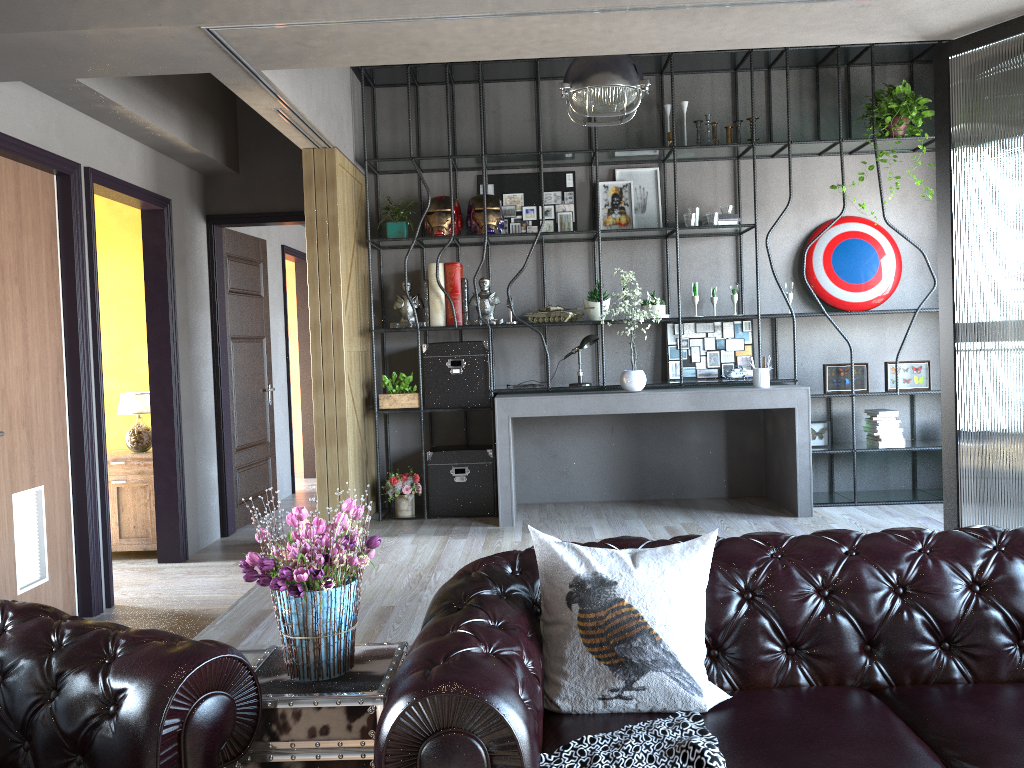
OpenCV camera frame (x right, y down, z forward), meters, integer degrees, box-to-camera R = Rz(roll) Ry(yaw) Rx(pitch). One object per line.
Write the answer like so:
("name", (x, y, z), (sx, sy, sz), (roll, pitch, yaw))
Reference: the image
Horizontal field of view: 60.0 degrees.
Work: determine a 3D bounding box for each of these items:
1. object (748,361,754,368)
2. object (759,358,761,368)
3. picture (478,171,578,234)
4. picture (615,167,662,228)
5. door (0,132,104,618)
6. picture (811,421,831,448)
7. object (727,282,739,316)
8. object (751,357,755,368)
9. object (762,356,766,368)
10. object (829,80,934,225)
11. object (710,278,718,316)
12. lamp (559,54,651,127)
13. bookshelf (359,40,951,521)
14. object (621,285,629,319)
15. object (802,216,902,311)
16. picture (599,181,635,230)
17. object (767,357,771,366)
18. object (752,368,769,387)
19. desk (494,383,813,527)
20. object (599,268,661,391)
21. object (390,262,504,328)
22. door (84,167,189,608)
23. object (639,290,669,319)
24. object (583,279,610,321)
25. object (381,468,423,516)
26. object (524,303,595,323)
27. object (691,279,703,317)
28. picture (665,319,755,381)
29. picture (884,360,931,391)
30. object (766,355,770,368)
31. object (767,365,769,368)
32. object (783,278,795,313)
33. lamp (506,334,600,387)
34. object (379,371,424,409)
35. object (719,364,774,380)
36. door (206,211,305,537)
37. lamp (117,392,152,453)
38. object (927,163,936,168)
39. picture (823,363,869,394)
("object", (1.713, -0.079, 6.191), (0.137, 0.190, 0.009), (-2, 2, 5))
("object", (1.742, -0.099, 6.218), (0.009, 0.167, 0.061), (-2, 2, 14))
("picture", (0.119, -1.368, 6.795), (0.749, 0.503, 0.058), (-2, 2, 1))
("picture", (0.963, -1.387, 6.743), (0.332, 0.514, 0.119), (-2, 2, 1))
("door", (-2.491, 0.060, 4.508), (0.219, 2.539, 1.003), (-2, 2, 2))
("picture", (2.252, 0.370, 6.525), (0.172, 0.190, 0.036), (-2, 2, 1))
("object", (1.621, -0.620, 6.465), (0.113, 0.246, 0.113), (-1, 2, 20))
("object", (1.699, -0.088, 6.206), (0.046, 0.202, 0.023), (-1, 2, 38))
("object", (1.762, -0.091, 6.211), (0.023, 0.204, 0.037), (-1, 2, 41))
("object", (2.629, -1.624, 6.296), (0.720, 1.025, 0.650), (-1, 2, 20))
("object", (1.531, -0.656, 6.728), (0.113, 0.301, 0.113), (-1, 2, 20))
("lamp", (0.483, -2.093, 5.133), (0.534, 1.148, 0.515), (-3, 2, -21))
("bookshelf", (1.212, -0.724, 6.566), (4.483, 3.281, 0.526), (-2, 2, 1))
("object", (0.855, -0.616, 6.697), (0.113, 0.273, 0.113), (-3, 2, -32))
("object", (2.573, -0.910, 6.702), (0.751, 0.739, 0.185), (-2, 2, 2))
("picture", (0.787, -1.329, 6.706), (0.267, 0.413, 0.101), (-2, 2, 1))
("object", (1.775, -0.101, 6.180), (0.062, 0.169, 0.009), (-2, 2, 1))
("object", (1.735, -0.043, 6.178), (0.110, 0.137, 0.110), (-2, 2, 11))
("desk", (0.971, 0.481, 6.436), (2.129, 0.885, 0.845), (-2, 2, 1))
("object", (0.834, -0.378, 6.073), (0.398, 0.852, 0.420), (-4, 2, -42))
("object", (-0.485, -0.657, 6.596), (0.833, 0.466, 0.290), (-2, 2, 1))
("door", (-2.901, 0.022, 5.689), (1.098, 2.543, 1.150), (-2, 2, 2))
("object", (1.036, -0.585, 6.524), (0.235, 0.212, 0.235), (-4, 3, -43))
("object", (0.628, -0.616, 6.514), (0.193, 0.305, 0.137), (-1, 2, 35))
("object", (-0.821, 0.787, 6.564), (0.345, 0.362, 0.332), (-2, 2, 5))
("object", (0.365, -0.541, 6.582), (0.577, 0.170, 0.207), (0, 3, 36))
("object", (1.329, -0.623, 6.434), (0.113, 0.275, 0.113), (-2, 2, 5))
("picture", (1.512, -0.259, 6.759), (0.665, 0.447, 0.051), (-2, 2, 1))
("picture", (2.853, -0.059, 6.393), (0.313, 0.212, 0.048), (-2, 2, 1))
("object", (1.776, -0.109, 6.192), (0.052, 0.185, 0.009), (-2, 2, 3))
("object", (1.758, -0.066, 6.166), (0.068, 0.159, 0.009), (-2, 2, 15))
("object", (2.059, -0.653, 6.581), (0.113, 0.270, 0.113), (-2, 2, -10))
("lamp", (0.312, -0.172, 6.621), (0.739, 0.371, 0.205), (-1, 2, 26))
("object", (-0.812, 0.040, 6.473), (0.304, 0.265, 0.180), (-2, 2, 1))
("object", (1.716, -0.092, 6.580), (0.379, 0.111, 0.351), (0, 3, 34))
("door", (-1.784, -0.099, 7.533), (1.150, 2.543, 1.129), (-2, 2, 2))
("lamp", (-2.732, 0.582, 6.527), (0.291, 1.044, 0.441), (-3, 2, -25))
("object", (3.166, -1.689, 6.279), (0.444, 0.633, 0.402), (-1, 2, 20))
("picture", (2.412, -0.042, 6.405), (0.313, 0.212, 0.049), (-2, 2, 1))
